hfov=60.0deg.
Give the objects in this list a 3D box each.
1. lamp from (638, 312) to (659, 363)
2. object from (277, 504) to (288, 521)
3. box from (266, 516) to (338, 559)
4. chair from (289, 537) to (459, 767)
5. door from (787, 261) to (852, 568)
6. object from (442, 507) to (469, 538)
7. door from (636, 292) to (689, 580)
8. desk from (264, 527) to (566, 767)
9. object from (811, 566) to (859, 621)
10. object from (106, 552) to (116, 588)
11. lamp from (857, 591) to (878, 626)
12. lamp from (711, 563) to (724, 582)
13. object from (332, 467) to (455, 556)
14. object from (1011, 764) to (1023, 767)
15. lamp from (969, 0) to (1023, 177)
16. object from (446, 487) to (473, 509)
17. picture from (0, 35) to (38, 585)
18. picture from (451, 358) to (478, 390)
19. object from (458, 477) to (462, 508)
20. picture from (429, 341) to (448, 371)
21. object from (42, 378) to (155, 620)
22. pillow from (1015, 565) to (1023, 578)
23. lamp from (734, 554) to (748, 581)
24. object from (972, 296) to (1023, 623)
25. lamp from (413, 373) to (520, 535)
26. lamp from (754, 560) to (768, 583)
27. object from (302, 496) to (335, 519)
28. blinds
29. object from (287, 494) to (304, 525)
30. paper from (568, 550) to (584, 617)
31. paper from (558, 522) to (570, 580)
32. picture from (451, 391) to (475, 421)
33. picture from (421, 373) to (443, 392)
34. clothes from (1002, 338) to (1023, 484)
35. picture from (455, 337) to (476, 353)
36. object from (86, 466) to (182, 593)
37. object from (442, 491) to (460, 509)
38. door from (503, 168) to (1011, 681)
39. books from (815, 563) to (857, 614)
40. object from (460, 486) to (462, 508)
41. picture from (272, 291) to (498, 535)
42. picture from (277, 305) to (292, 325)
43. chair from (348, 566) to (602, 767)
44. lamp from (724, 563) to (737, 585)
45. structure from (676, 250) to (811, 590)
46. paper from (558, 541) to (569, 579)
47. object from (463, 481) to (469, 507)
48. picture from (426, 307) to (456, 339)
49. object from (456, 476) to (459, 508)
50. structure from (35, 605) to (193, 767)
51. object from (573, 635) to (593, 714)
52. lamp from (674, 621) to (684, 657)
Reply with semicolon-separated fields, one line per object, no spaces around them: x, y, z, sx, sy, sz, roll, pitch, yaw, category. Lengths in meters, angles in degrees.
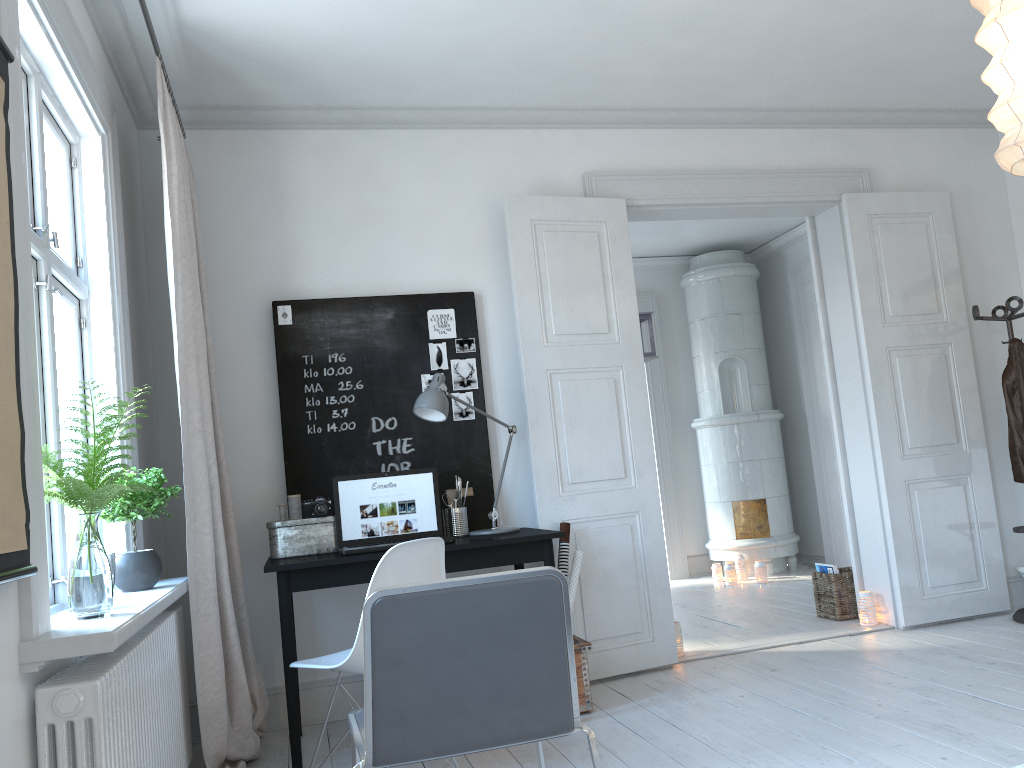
0.765;-1.028;6.164;0.228;1.759;0.229;-4;-5;-17;lamp
-0.984;0.551;3.799;0.040;0.069;0.040;-3;-6;-26;object
-0.876;0.648;3.770;0.317;0.152;0.193;-4;-6;-14;box
-0.452;0.946;2.996;0.555;0.823;0.474;-11;-7;41;chair
2.801;0.172;6.686;0.306;2.501;1.602;-5;-6;-14;door
-0.250;0.616;3.942;0.108;0.128;0.108;-6;-6;1;object
0.555;0.508;7.669;2.598;2.501;0.579;-4;-5;-14;door
-0.386;1.046;3.664;1.159;0.757;0.652;-4;-6;-14;desk
1.950;1.225;5.199;0.270;0.264;0.224;-4;-6;-14;object
-1.098;0.525;2.345;0.097;0.146;0.098;-5;-6;-8;object
1.928;1.219;4.815;0.093;0.179;0.093;-3;-6;-31;lamp
1.663;1.529;7.181;0.084;0.146;0.084;-5;-6;-10;lamp
-0.489;0.510;3.612;0.445;0.315;0.326;-4;-6;-14;object
1.244;0.415;1.096;1.459;0.104;0.406;-4;-6;-14;object
1.244;-1.132;2.097;0.339;1.229;0.341;-7;-5;17;lamp
-0.223;0.577;4.009;0.138;0.208;0.034;-2;-6;-34;object
-0.976;-0.301;1.518;0.057;1.311;0.794;-5;-6;-14;picture
-0.228;-0.049;4.238;0.121;0.152;0.002;-4;-5;-14;picture
-0.236;0.546;3.970;0.012;0.263;0.062;-9;-6;28;object
-0.350;-0.132;4.219;0.083;0.145;0.002;-4;-5;-14;picture
-1.071;0.294;2.187;0.414;0.563;0.305;-8;-6;20;object
2.951;1.052;4.782;0.317;0.313;0.273;-4;-6;-13;pillow
1.835;1.473;7.127;0.098;0.209;0.098;-5;-5;-10;lamp
2.696;0.382;4.616;0.374;1.655;0.375;-5;-5;-7;object
-0.180;0.312;3.925;0.616;0.715;0.230;-1;-7;-43;lamp
1.935;1.460;6.897;0.089;0.165;0.089;-4;-6;-15;lamp
-0.809;0.513;3.707;0.137;0.087;0.073;-4;-6;-14;object
-1.178;0.154;3.510;0.224;2.643;0.833;-4;-5;-14;blinds
-0.915;0.534;3.749;0.056;0.130;0.167;-4;-6;-16;object
0.229;1.050;3.844;0.283;0.625;0.041;-2;-6;-36;paper
0.218;1.005;3.981;0.048;0.745;0.297;-9;-6;31;paper
-0.233;0.103;4.219;0.103;0.136;0.001;-4;-5;-14;picture
-0.371;0.021;4.195;0.107;0.150;0.001;-4;-5;-14;picture
2.671;0.136;4.566;0.237;0.769;0.211;-8;-6;19;clothes
-0.224;-0.188;4.257;0.095;0.071;0.001;-4;-5;-14;picture
-1.237;0.465;2.874;0.272;0.406;0.309;-10;-7;36;object
-0.267;0.578;3.954;0.081;0.198;0.050;-7;-5;11;object
1.261;0.118;4.757;2.598;2.501;0.579;-4;-5;-14;door
1.934;1.194;5.199;0.201;0.299;0.180;-4;-6;-14;books
-0.229;0.566;3.959;0.009;0.221;0.083;-7;-5;15;object
-0.590;0.166;4.157;0.952;1.170;0.064;-4;-5;-14;picture
-1.044;-0.316;4.073;0.061;0.088;0.004;-4;-5;-17;picture
-0.110;0.817;2.004;0.562;0.796;0.526;-4;-6;-14;chair
1.715;1.489;6.958;0.089;0.165;0.089;-5;-6;-13;lamp
1.817;0.274;7.439;0.801;2.823;1.248;-9;-6;31;structure
0.213;1.040;3.903;0.043;0.668;0.266;-9;-6;31;paper
-0.217;0.556;3.957;0.084;0.239;0.009;-2;-7;-37;object
-0.333;-0.293;4.241;0.147;0.154;0.004;-4;-5;-14;picture
-0.241;0.543;3.968;0.008;0.267;0.060;-6;-5;2;object
-1.104;0.993;2.510;0.195;0.546;1.509;-4;-6;-14;structure
-0.017;1.255;3.729;0.664;0.282;0.340;-4;-6;-14;object
0.826;1.304;4.526;0.089;0.166;0.089;-4;-6;-22;lamp
